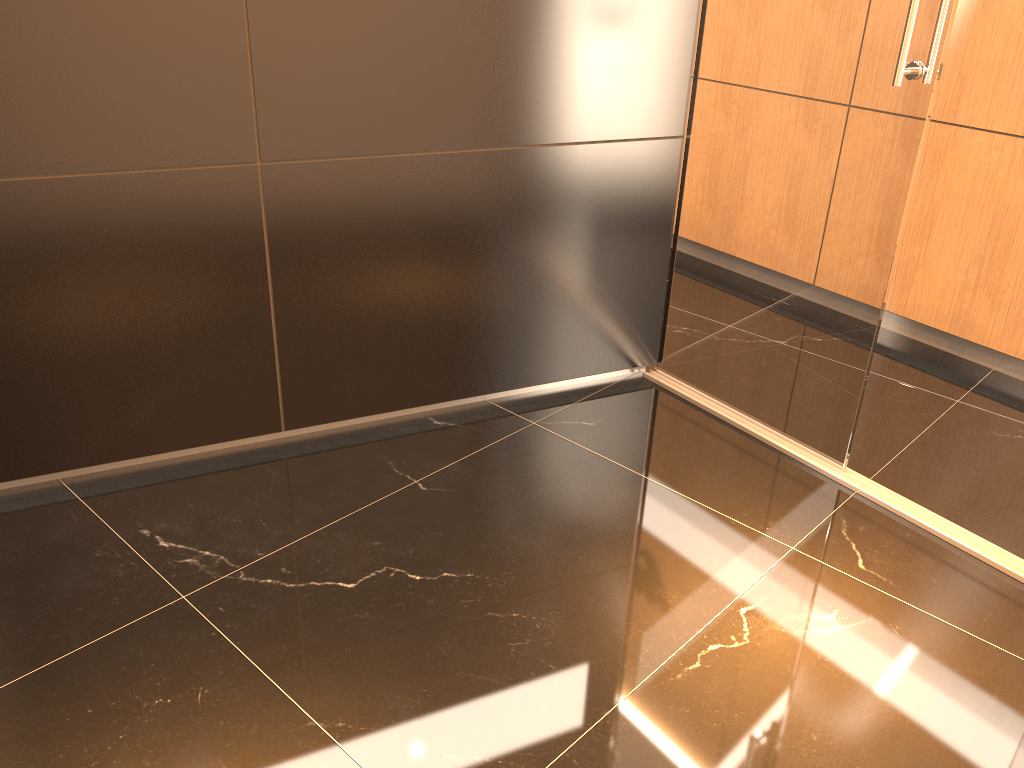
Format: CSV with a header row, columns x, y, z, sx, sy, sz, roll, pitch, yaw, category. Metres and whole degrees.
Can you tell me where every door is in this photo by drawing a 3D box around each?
x,y,z,sx,sy,sz,roll,pitch,yaw,category
1.391,-1.037,1.925,0.098,3.285,2.473,-16,32,-33,door
